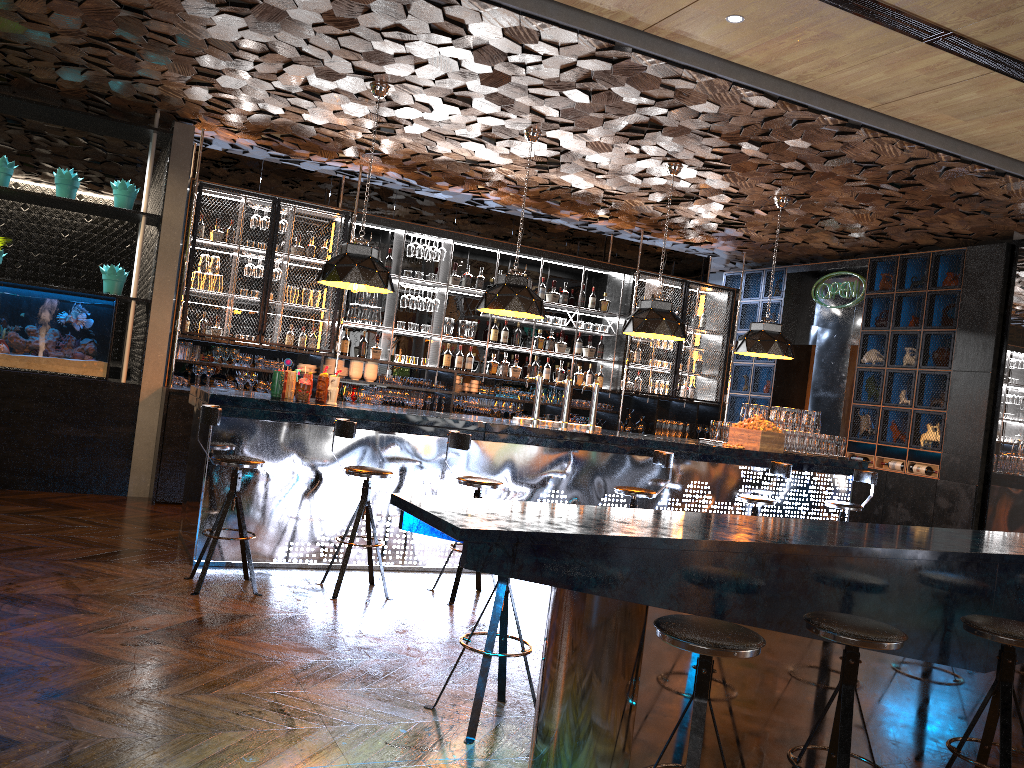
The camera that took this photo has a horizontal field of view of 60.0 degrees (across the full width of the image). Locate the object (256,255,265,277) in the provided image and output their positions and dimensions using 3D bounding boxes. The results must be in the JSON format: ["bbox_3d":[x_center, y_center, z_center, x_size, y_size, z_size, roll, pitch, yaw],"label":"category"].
[{"bbox_3d":[-2.559,-1.198,9.023,0.081,0.213,0.081,7,0,-20],"label":"object"}]

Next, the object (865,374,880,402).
[{"bbox_3d":[4.259,0.064,10.374,0.167,0.356,0.255,7,0,-21],"label":"object"}]

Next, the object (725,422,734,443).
[{"bbox_3d":[2.108,0.481,8.577,0.105,0.209,0.105,7,-1,39],"label":"object"}]

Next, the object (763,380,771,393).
[{"bbox_3d":[3.548,0.067,12.002,0.278,0.222,0.138,7,0,4],"label":"object"}]

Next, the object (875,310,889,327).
[{"bbox_3d":[4.352,-0.741,10.377,0.126,0.249,0.253,7,0,-26],"label":"object"}]

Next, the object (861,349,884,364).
[{"bbox_3d":[4.305,-0.293,10.365,0.403,0.221,0.192,7,-1,34],"label":"object"}]

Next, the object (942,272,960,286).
[{"bbox_3d":[4.794,-1.111,9.596,0.138,0.222,0.278,7,0,-25],"label":"object"}]

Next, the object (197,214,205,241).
[{"bbox_3d":[-3.113,-1.564,8.859,0.075,0.260,0.075,7,0,23],"label":"object"}]

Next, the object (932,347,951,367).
[{"bbox_3d":[4.685,-0.267,9.594,0.265,0.239,0.266,7,-1,43],"label":"object"}]

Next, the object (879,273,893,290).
[{"bbox_3d":[4.430,-1.167,10.361,0.253,0.249,0.126,7,-1,34],"label":"object"}]

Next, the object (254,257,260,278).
[{"bbox_3d":[-2.621,-1.205,9.153,0.081,0.213,0.081,7,0,-20],"label":"object"}]

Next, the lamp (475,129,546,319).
[{"bbox_3d":[0.084,-1.372,7.553,0.582,1.564,0.607,7,0,-26],"label":"lamp"}]

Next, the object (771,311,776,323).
[{"bbox_3d":[3.582,-0.840,11.960,0.097,0.290,0.290,7,0,-27],"label":"object"}]

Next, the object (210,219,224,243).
[{"bbox_3d":[-2.957,-1.535,8.891,0.108,0.244,0.108,7,-1,-37],"label":"object"}]

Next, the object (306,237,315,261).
[{"bbox_3d":[-2.112,-1.424,9.313,0.073,0.246,0.072,7,-1,-41],"label":"object"}]

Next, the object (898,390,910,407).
[{"bbox_3d":[4.452,0.169,10.000,0.096,0.210,0.183,7,0,-23],"label":"object"}]

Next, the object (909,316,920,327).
[{"bbox_3d":[4.568,-0.677,10.001,0.210,0.168,0.105,7,0,-26],"label":"object"}]

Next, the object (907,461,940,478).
[{"bbox_3d":[4.454,0.919,9.528,0.123,0.132,0.396,7,0,-25],"label":"object"}]

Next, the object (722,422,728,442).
[{"bbox_3d":[2.114,0.483,8.700,0.105,0.209,0.105,7,0,-1],"label":"object"}]

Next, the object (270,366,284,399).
[{"bbox_3d":[-1.661,-0.013,6.282,0.086,0.237,0.084,7,0,-7],"label":"object"}]

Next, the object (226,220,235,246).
[{"bbox_3d":[-2.841,-1.530,8.963,0.075,0.261,0.075,7,0,23],"label":"object"}]

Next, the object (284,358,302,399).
[{"bbox_3d":[-1.627,-0.037,6.547,0.116,0.298,0.105,7,0,5],"label":"object"}]

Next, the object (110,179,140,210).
[{"bbox_3d":[-3.698,-1.796,8.447,0.265,0.325,0.245,7,-1,-32],"label":"object"}]

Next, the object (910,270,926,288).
[{"bbox_3d":[4.626,-1.186,9.988,0.152,0.332,0.289,7,-1,-33],"label":"object"}]

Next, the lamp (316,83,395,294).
[{"bbox_3d":[-1.112,-1.499,6.837,0.582,1.606,0.607,7,0,-26],"label":"lamp"}]

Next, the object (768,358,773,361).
[{"bbox_3d":[3.553,-0.441,11.996,0.198,0.358,0.116,7,-1,34],"label":"object"}]

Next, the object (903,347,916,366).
[{"bbox_3d":[4.535,-0.282,9.966,0.253,0.249,0.126,7,-1,34],"label":"object"}]

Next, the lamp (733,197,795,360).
[{"bbox_3d":[2.579,-1.054,8.761,0.582,1.564,0.607,7,0,-26],"label":"lamp"}]

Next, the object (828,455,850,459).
[{"bbox_3d":[3.047,0.693,8.686,0.273,0.019,0.437,7,0,-26],"label":"object"}]

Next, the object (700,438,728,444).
[{"bbox_3d":[2.076,0.574,8.692,0.273,0.019,0.437,7,0,-26],"label":"object"}]

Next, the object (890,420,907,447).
[{"bbox_3d":[4.349,0.555,9.973,0.131,0.280,0.208,7,-1,-44],"label":"object"}]

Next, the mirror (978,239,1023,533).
[{"bbox_3d":[5.093,0.340,8.394,0.026,3.551,1.194,7,0,-26],"label":"mirror"}]

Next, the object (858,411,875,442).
[{"bbox_3d":[4.199,0.502,10.372,0.175,0.351,0.369,7,0,-21],"label":"object"}]

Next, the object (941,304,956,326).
[{"bbox_3d":[4.748,-0.720,9.588,0.114,0.290,0.249,7,0,-26],"label":"object"}]

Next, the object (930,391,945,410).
[{"bbox_3d":[4.624,0.178,9.606,0.119,0.220,0.212,7,-1,-42],"label":"object"}]

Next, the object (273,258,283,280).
[{"bbox_3d":[-2.401,-1.178,9.100,0.081,0.213,0.081,7,0,-20],"label":"object"}]

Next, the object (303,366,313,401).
[{"bbox_3d":[-1.528,-0.003,6.626,0.080,0.254,0.091,7,0,-23],"label":"object"}]

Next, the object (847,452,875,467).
[{"bbox_3d":[4.088,0.881,10.303,0.122,0.133,0.396,7,0,-26],"label":"object"}]

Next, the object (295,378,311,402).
[{"bbox_3d":[-1.500,0.031,6.358,0.110,0.191,0.131,7,0,-14],"label":"object"}]

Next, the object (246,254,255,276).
[{"bbox_3d":[-2.645,-1.209,8.982,0.081,0.213,0.081,7,0,-20],"label":"object"}]

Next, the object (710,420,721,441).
[{"bbox_3d":[2.006,0.470,8.782,0.105,0.209,0.105,7,0,-1],"label":"object"}]

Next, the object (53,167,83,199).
[{"bbox_3d":[-4.132,-1.851,8.241,0.255,0.325,0.244,7,0,1],"label":"object"}]

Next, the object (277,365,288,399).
[{"bbox_3d":[-1.673,-0.018,6.436,0.078,0.246,0.084,7,0,-27],"label":"object"}]

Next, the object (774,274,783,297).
[{"bbox_3d":[3.630,-1.307,11.992,0.116,0.358,0.198,7,0,-26],"label":"object"}]

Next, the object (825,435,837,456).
[{"bbox_3d":[3.078,0.600,8.571,0.105,0.209,0.105,7,-1,39],"label":"object"}]

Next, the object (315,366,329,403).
[{"bbox_3d":[-1.401,0.001,6.560,0.080,0.277,0.091,7,0,7],"label":"object"}]

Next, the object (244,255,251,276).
[{"bbox_3d":[-2.707,-1.216,9.112,0.081,0.213,0.081,7,0,-20],"label":"object"}]

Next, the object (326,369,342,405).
[{"bbox_3d":[-1.299,0.020,6.468,0.081,0.264,0.099,7,0,-5],"label":"object"}]

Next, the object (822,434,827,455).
[{"bbox_3d":[3.085,0.602,8.694,0.105,0.209,0.105,7,0,-1],"label":"object"}]

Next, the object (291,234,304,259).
[{"bbox_3d":[-2.236,-1.438,9.254,0.108,0.244,0.108,7,-1,-37],"label":"object"}]

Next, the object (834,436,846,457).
[{"bbox_3d":[3.180,0.613,8.607,0.105,0.209,0.105,7,-1,39],"label":"object"}]

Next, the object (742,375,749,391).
[{"bbox_3d":[3.346,0.009,12.366,0.290,0.290,0.097,7,0,13],"label":"object"}]

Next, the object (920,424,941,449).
[{"bbox_3d":[4.589,0.569,9.575,0.164,0.303,0.341,7,0,-21],"label":"object"}]

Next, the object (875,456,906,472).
[{"bbox_3d":[4.269,0.901,9.918,0.122,0.132,0.396,7,0,-26],"label":"object"}]

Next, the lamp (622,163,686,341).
[{"bbox_3d":[1.382,-1.208,8.049,0.582,1.564,0.607,7,0,-26],"label":"lamp"}]

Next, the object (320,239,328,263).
[{"bbox_3d":[-1.982,-1.408,9.376,0.073,0.246,0.072,7,0,-11],"label":"object"}]
